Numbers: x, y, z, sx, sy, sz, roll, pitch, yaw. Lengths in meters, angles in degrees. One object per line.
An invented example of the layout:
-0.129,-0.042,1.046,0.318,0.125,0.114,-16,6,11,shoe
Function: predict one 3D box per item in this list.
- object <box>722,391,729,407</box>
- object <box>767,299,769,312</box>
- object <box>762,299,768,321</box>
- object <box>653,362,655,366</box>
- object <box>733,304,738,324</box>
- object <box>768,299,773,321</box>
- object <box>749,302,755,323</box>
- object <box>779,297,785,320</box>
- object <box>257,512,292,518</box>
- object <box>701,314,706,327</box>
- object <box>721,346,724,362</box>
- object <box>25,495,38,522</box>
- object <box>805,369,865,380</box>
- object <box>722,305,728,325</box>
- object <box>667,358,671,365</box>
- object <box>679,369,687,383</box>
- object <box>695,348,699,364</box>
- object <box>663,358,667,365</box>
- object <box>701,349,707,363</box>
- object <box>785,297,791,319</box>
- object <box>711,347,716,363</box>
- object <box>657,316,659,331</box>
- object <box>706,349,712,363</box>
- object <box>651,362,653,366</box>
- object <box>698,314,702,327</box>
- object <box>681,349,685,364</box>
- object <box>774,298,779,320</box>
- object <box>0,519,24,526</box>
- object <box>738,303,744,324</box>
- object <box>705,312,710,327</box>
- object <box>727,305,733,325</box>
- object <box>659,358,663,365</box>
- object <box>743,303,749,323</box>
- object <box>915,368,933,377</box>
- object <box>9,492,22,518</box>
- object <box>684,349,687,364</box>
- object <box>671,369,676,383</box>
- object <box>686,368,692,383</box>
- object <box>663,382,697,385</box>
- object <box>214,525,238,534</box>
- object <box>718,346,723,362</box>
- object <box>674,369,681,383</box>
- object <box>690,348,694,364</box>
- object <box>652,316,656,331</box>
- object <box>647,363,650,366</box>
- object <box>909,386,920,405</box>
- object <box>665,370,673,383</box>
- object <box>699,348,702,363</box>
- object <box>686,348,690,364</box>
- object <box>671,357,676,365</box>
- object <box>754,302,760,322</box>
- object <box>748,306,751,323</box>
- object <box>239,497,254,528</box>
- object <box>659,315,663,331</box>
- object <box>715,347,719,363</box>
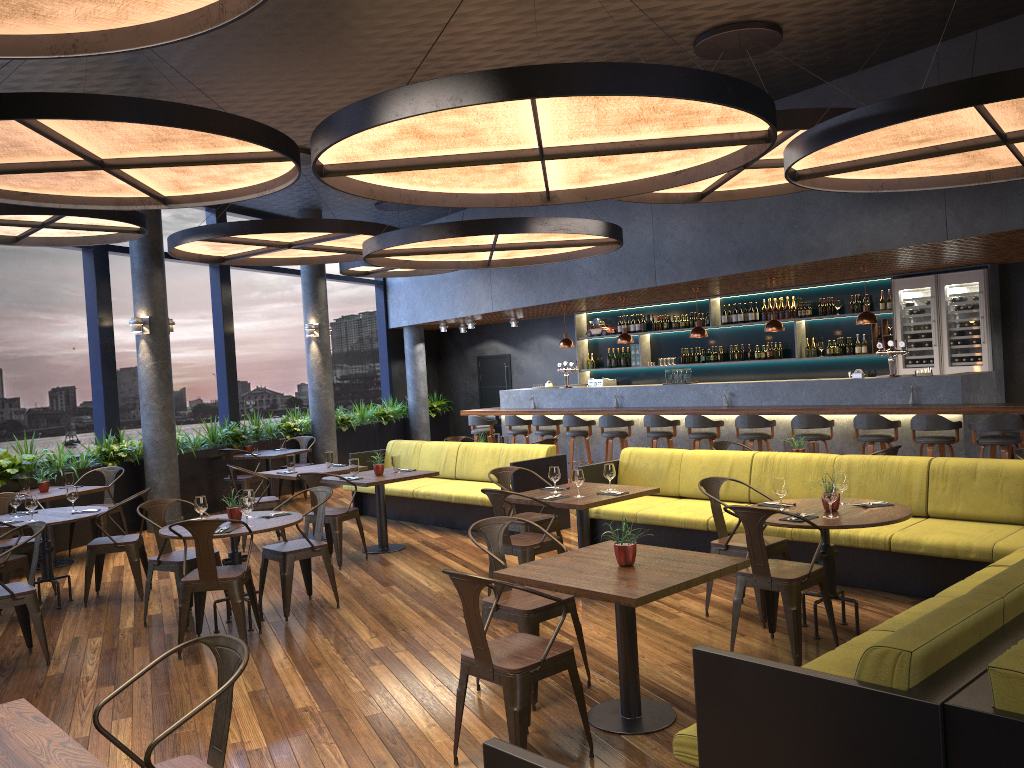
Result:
2.779,0.189,11.532,0.114,0.203,0.069,-3,1,36,object
3.890,-1.114,13.380,0.084,0.330,0.084,-4,1,-36,object
3.801,-1.108,13.343,0.084,0.330,0.084,-4,1,-36,object
2.399,-0.338,14.967,0.042,0.059,0.042,-3,1,9,object
3.459,-1.084,13.731,0.085,0.310,0.086,-4,1,-9,object
3.866,-1.111,13.275,0.084,0.330,0.084,-4,1,-36,object
3.654,-1.092,13.520,0.085,0.310,0.086,-4,1,-9,object
3.995,-1.116,13.129,0.084,0.330,0.084,-4,1,-36,object
-1.810,0.988,6.694,0.255,0.019,0.157,-4,1,-44,object
3.070,-1.023,14.245,0.068,0.217,0.068,-4,1,-38,object
3.331,-0.474,14.070,0.063,0.254,0.063,-3,1,19,object
-3.904,1.011,7.208,0.097,0.206,0.097,-3,1,15,object
3.842,-0.112,10.674,0.200,0.106,0.766,-4,1,-43,object
3.323,-1.078,13.871,0.085,0.310,0.086,-4,1,-16,object
2.617,-0.377,14.756,0.084,0.119,0.084,-3,1,2,object
2.367,-0.103,12.251,0.105,0.209,0.105,-4,1,-8,object
2.996,-0.459,14.368,0.063,0.254,0.063,-4,1,-15,object
2.558,-0.375,14.819,0.084,0.119,0.084,-3,1,2,object
3.076,-0.446,14.229,0.088,0.224,0.088,-4,1,-28,object
4.062,-1.119,13.060,0.084,0.330,0.084,-4,1,-36,object
3.198,-0.466,14.103,0.063,0.254,0.063,-4,1,-25,object
2.464,-1.017,14.924,0.063,0.254,0.063,-3,1,24,object
3.178,-0.454,14.285,0.088,0.224,0.088,-3,1,22,object
2.356,-0.335,14.958,0.042,0.059,0.042,-3,1,9,object
2.997,-1.018,14.186,0.068,0.217,0.068,-3,1,32,object
2.793,-0.449,14.503,0.063,0.254,0.063,-3,1,19,object
3.929,-1.113,13.207,0.084,0.330,0.084,-4,1,-36,object
-4.065,1.116,7.159,0.157,0.019,0.255,-3,1,24,object
3.521,-1.086,13.661,0.085,0.310,0.086,-4,1,-16,object
3.117,-1.027,14.098,0.088,0.224,0.088,-4,1,-28,object
3.412,-1.084,13.915,0.085,0.310,0.086,-4,1,-28,object
2.501,-0.372,14.881,0.084,0.119,0.084,-3,1,2,object
3.609,-1.092,13.704,0.085,0.310,0.086,-4,1,-32,object
4.574,-0.134,9.855,0.177,0.091,0.091,-3,1,22,object
-4.200,1.023,7.501,0.097,0.206,0.097,-3,1,34,object
2.857,-0.455,14.577,0.063,0.254,0.063,-3,1,39,object
2.289,-0.103,12.501,0.105,0.209,0.105,-4,1,-8,object
2.446,-0.109,12.335,0.105,0.209,0.105,-4,1,-8,object
2.347,-0.009,12.398,0.273,0.019,0.437,-4,1,-43,object
-2.006,1.009,6.169,0.157,0.019,0.255,-3,1,0,object
3.286,-0.470,13.998,0.063,0.254,0.063,-3,1,-1,object
2.319,-0.103,12.381,0.105,0.209,0.105,-4,1,-8,object
2.941,-0.458,14.487,0.063,0.254,0.063,-3,1,4,object
2.377,-1.011,14.859,0.063,0.254,0.063,-3,1,29,object
2.319,-0.334,15.052,0.042,0.059,0.042,-3,1,9,object
4.420,0.122,9.771,0.114,0.203,0.069,-4,1,-8,object
2.201,-0.097,12.436,0.105,0.209,0.105,-4,1,-8,object
3.059,-0.464,14.431,0.063,0.254,0.063,-3,1,19,object
2.861,-0.452,14.429,0.063,0.254,0.063,-3,1,34,object
2.676,-0.379,14.692,0.084,0.119,0.084,-3,1,2,object
3.740,-1.098,13.568,0.085,0.310,0.086,-3,1,-2,object
3.676,-1.095,13.639,0.085,0.310,0.086,-4,1,-16,object
-1.881,0.906,6.281,0.097,0.206,0.097,-4,1,-36,object
2.477,-1.015,14.794,0.063,0.254,0.063,-3,1,19,object
3.262,-0.471,14.152,0.063,0.254,0.063,-4,1,-10,object
